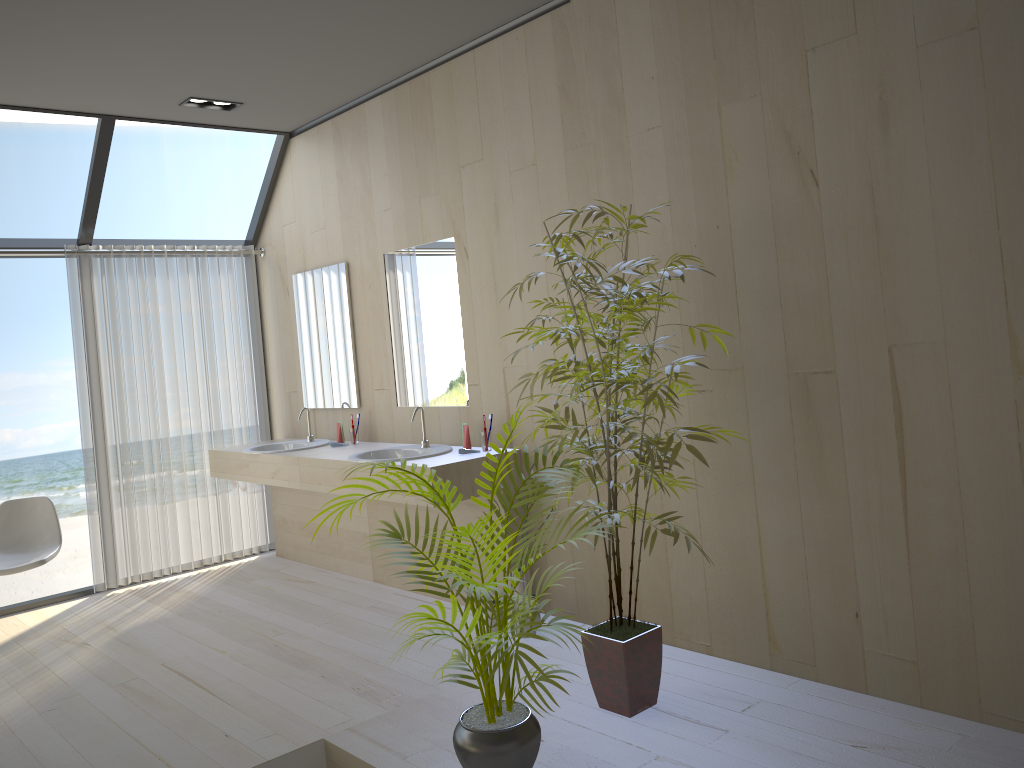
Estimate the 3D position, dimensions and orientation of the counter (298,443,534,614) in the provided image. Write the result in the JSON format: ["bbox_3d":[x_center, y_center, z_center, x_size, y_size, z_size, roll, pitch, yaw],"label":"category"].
[{"bbox_3d":[-0.512,0.745,4.495,0.552,0.791,1.202,-6,2,-41],"label":"counter"}]

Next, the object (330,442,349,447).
[{"bbox_3d":[-0.998,0.346,5.119,0.104,0.029,0.032,-5,1,-1],"label":"object"}]

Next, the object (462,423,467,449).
[{"bbox_3d":[-0.231,0.261,4.410,0.039,0.135,0.039,-5,0,0],"label":"object"}]

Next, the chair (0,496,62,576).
[{"bbox_3d":[-2.624,0.806,4.693,0.369,0.347,0.454,-5,2,-13],"label":"chair"}]

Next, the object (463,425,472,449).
[{"bbox_3d":[-0.219,0.266,4.296,0.039,0.135,0.039,-5,0,0],"label":"object"}]

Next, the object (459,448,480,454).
[{"bbox_3d":[-0.203,0.318,4.216,0.104,0.029,0.032,-5,1,-1],"label":"object"}]

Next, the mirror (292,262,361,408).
[{"bbox_3d":[-1.163,-0.284,5.508,0.023,0.869,0.651,-5,0,-41],"label":"mirror"}]

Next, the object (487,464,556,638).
[{"bbox_3d":[0.061,0.732,4.018,0.273,0.749,0.408,-5,0,37],"label":"object"}]

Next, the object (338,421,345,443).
[{"bbox_3d":[-1.026,0.290,5.313,0.039,0.135,0.039,-5,0,7],"label":"object"}]

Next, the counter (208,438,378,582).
[{"bbox_3d":[-1.308,0.773,5.398,0.552,0.791,1.202,-6,2,-41],"label":"counter"}]

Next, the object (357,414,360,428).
[{"bbox_3d":[-0.907,0.263,5.169,0.054,0.175,0.012,-5,-1,-16],"label":"object"}]

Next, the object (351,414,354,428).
[{"bbox_3d":[-0.921,0.264,5.135,0.012,0.178,0.050,-5,0,-2],"label":"object"}]

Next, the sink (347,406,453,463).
[{"bbox_3d":[-0.563,0.336,4.442,0.505,0.419,0.572,-6,2,-38],"label":"sink"}]

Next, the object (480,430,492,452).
[{"bbox_3d":[-0.123,0.276,4.261,0.058,0.100,0.058,-5,0,-31],"label":"object"}]

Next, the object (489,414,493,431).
[{"bbox_3d":[-0.112,0.234,4.266,0.054,0.175,0.012,-5,-1,-16],"label":"object"}]

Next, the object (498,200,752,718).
[{"bbox_3d":[0.379,0.238,3.100,0.788,1.757,0.934,-5,0,-16],"label":"object"}]

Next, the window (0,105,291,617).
[{"bbox_3d":[-3.244,-0.037,4.435,4.574,2.814,0.743,-7,1,-41],"label":"window"}]

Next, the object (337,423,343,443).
[{"bbox_3d":[-1.014,0.295,5.200,0.039,0.135,0.039,-5,0,7],"label":"object"}]

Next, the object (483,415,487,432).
[{"bbox_3d":[-0.126,0.235,4.232,0.012,0.178,0.050,-5,0,-2],"label":"object"}]

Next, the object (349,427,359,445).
[{"bbox_3d":[-0.919,0.305,5.164,0.059,0.100,0.058,-5,0,-35],"label":"object"}]

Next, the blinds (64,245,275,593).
[{"bbox_3d":[-2.132,0.146,5.649,1.186,2.071,0.084,-5,0,-41],"label":"blinds"}]

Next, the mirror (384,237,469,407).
[{"bbox_3d":[-0.460,-0.311,4.751,0.023,0.869,0.651,-5,0,-41],"label":"mirror"}]

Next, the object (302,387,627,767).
[{"bbox_3d":[-0.127,0.598,2.570,0.916,1.157,0.750,-5,0,-8],"label":"object"}]

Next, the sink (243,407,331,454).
[{"bbox_3d":[-1.358,0.364,5.346,0.505,0.419,0.572,-6,2,-38],"label":"sink"}]

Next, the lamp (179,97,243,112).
[{"bbox_3d":[-1.675,-1.604,4.916,0.302,0.112,0.163,-7,3,-41],"label":"lamp"}]
